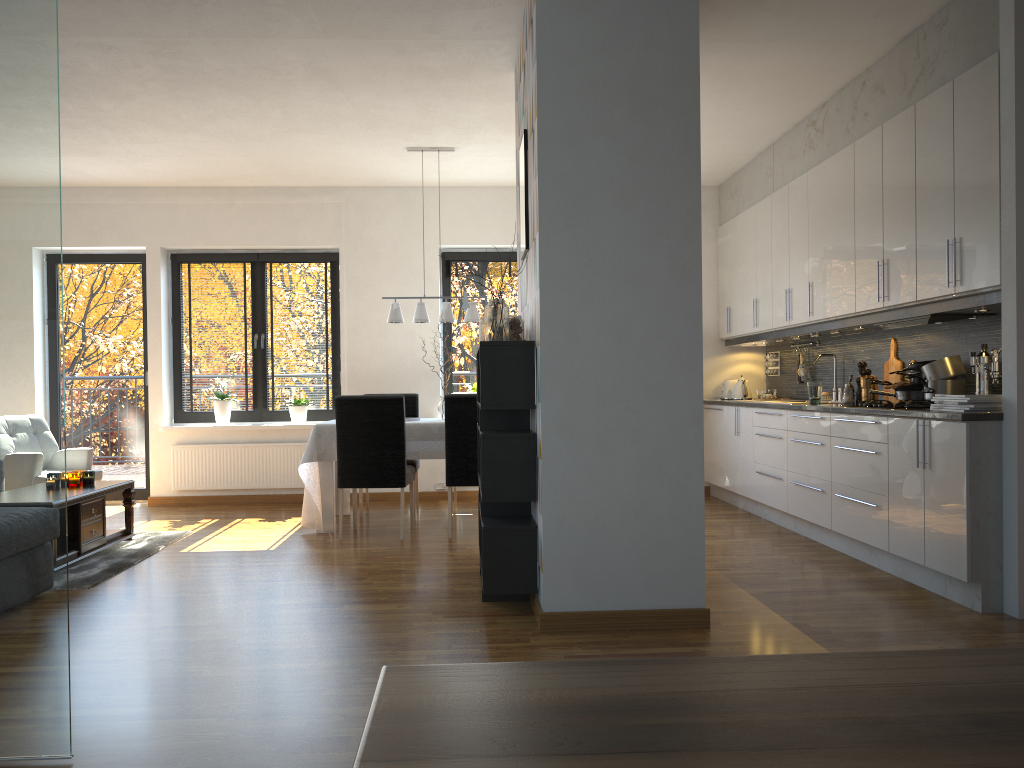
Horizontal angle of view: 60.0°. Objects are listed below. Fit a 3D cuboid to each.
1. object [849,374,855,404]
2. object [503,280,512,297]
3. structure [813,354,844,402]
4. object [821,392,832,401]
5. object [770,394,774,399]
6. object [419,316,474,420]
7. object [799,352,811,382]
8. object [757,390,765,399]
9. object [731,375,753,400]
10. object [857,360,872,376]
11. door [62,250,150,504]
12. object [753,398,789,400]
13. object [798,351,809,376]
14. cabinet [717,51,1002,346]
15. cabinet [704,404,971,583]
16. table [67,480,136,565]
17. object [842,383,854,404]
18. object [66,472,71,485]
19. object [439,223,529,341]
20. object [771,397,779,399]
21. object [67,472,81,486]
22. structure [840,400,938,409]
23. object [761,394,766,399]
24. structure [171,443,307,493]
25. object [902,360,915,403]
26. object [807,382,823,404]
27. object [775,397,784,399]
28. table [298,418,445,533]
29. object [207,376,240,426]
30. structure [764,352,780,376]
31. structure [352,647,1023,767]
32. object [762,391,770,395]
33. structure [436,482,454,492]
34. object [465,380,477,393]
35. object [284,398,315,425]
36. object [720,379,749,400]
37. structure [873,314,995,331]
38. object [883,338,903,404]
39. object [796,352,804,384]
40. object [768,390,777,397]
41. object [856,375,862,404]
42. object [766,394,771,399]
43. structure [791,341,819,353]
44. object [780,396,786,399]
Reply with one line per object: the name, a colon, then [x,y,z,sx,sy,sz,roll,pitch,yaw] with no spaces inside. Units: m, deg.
object: [2.158,0.032,5.643,0.058,0.192,0.080,-1,1,-19]
object: [-0.082,-0.373,4.801,0.163,0.383,0.154,-1,1,13]
structure: [2.293,-0.045,6.379,0.195,0.347,0.167,-1,0,-11]
object: [2.321,0.092,6.558,0.099,0.065,0.097,-1,0,-11]
object: [2.187,0.100,7.483,0.044,0.050,0.043,-1,0,40]
object: [-0.496,-0.122,6.636,0.403,0.785,0.615,-1,0,-28]
object: [2.309,-0.140,6.982,0.074,0.242,0.093,-1,1,-30]
object: [2.136,0.087,7.613,0.071,0.076,0.071,-1,0,-11]
object: [1.993,0.041,7.705,0.178,0.236,0.204,-1,0,33]
object: [2.241,-0.014,5.636,0.061,0.283,0.123,-1,0,-3]
door: [-3.677,-0.061,7.950,0.976,2.275,0.119,-1,1,-3]
object: [2.197,0.130,7.534,0.213,0.012,0.335,-1,0,-1]
object: [2.322,-0.159,7.004,0.072,0.204,0.188,-1,0,-16]
cabinet: [2.186,-0.886,5.923,0.458,1.070,4.235,-1,0,-3]
cabinet: [1.840,0.519,5.917,0.040,0.690,4.223,-1,0,-3]
table: [-2.744,0.839,5.281,0.570,0.409,1.179,-1,0,-3]
object: [2.119,0.061,5.592,0.069,0.135,0.069,-1,1,-28]
object: [-2.804,0.596,5.587,0.079,0.081,0.079,-1,0,-8]
object: [-0.116,-0.444,3.988,0.426,0.522,0.298,-1,0,-6]
object: [2.243,0.117,7.483,0.024,0.015,0.248,-1,0,42]
object: [-2.732,0.595,5.535,0.079,0.081,0.079,-1,0,-8]
structure: [2.168,0.110,4.875,0.500,0.041,0.662,-1,0,-3]
object: [2.127,0.104,7.484,0.046,0.045,0.045,-1,0,0]
structure: [-2.244,0.752,7.783,1.457,0.459,0.078,-1,1,-4]
object: [2.431,-0.010,5.399,0.043,0.273,0.146,-1,0,-3]
object: [2.002,0.060,5.860,0.102,0.146,0.102,-1,0,-3]
object: [2.256,0.114,7.462,0.024,0.017,0.248,-1,0,32]
table: [-0.594,0.650,6.668,1.856,0.763,1.235,-1,0,-2]
object: [-2.542,0.145,7.799,0.286,0.444,0.340,-1,0,-15]
structure: [2.297,-0.176,7.838,0.045,0.209,0.279,-1,0,-3]
structure: [0.913,-0.902,1.544,2.685,4.132,4.581,-1,0,-4]
object: [2.161,0.093,7.544,0.065,0.064,0.065,-1,0,-3]
structure: [0.047,0.722,7.905,1.457,0.459,0.078,-1,1,-2]
object: [-0.250,0.145,7.936,0.333,0.384,0.299,-1,0,12]
object: [-1.893,0.240,7.888,0.267,0.237,0.283,-1,0,-21]
object: [1.989,0.057,7.909,0.253,0.192,0.175,-1,0,-3]
structure: [2.296,-0.383,4.868,0.362,0.148,0.623,-1,0,-3]
object: [2.424,-0.084,5.640,0.029,0.419,0.219,-1,0,-3]
object: [2.316,-0.132,7.134,0.060,0.256,0.060,-1,1,19]
object: [2.227,0.086,7.579,0.071,0.076,0.071,-1,0,-3]
object: [2.189,0.036,5.567,0.058,0.184,0.058,0,1,29]
object: [2.154,0.104,7.441,0.044,0.043,0.043,-1,0,-6]
structure: [2.325,-0.295,7.063,0.067,0.081,0.443,-1,0,-3]
object: [2.278,0.110,7.454,0.021,0.026,0.173,-1,0,6]
